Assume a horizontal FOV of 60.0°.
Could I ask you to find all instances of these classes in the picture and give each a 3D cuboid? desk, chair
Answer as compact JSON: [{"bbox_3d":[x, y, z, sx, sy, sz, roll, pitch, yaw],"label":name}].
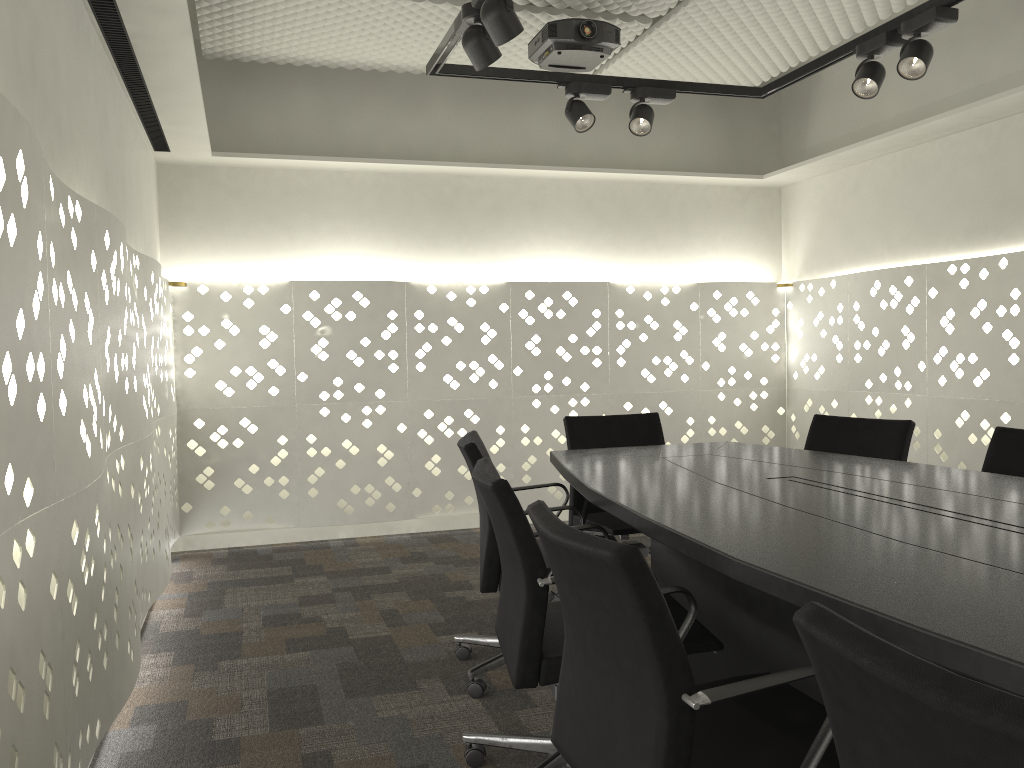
[{"bbox_3d":[0.979,0.613,1.726,1.223,0.658,3.364,-2,2,-17],"label":"desk"},{"bbox_3d":[0.578,0.604,0.846,0.579,0.757,0.559,-2,2,-17],"label":"chair"},{"bbox_3d":[0.302,0.585,1.484,0.579,0.757,0.559,-2,2,-12],"label":"chair"},{"bbox_3d":[1.117,0.505,3.131,0.579,0.757,0.559,-2,2,-27],"label":"chair"},{"bbox_3d":[1.423,0.523,2.518,0.579,0.757,0.559,-2,2,-17],"label":"chair"},{"bbox_3d":[0.163,0.564,2.105,0.579,0.757,0.559,-1,2,-2],"label":"chair"},{"bbox_3d":[0.487,0.506,3.437,0.559,0.757,0.579,-2,2,-12],"label":"chair"},{"bbox_3d":[0.085,0.537,2.839,0.579,0.757,0.559,-1,2,3],"label":"chair"}]

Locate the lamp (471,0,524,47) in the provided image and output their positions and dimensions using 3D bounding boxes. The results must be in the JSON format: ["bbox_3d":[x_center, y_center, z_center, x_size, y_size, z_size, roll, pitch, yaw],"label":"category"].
[{"bbox_3d":[-0.033,-1.058,2.500,0.126,0.224,0.213,-2,2,-14],"label":"lamp"}]

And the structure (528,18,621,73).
[{"bbox_3d":[0.261,-1.453,3.816,0.327,0.144,0.371,-2,2,-17],"label":"structure"}]

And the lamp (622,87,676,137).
[{"bbox_3d":[0.556,-1.112,3.586,0.214,0.224,0.118,-2,3,-28],"label":"lamp"}]

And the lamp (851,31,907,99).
[{"bbox_3d":[1.247,-1.106,3.067,0.126,0.224,0.213,-2,2,-14],"label":"lamp"}]

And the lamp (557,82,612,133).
[{"bbox_3d":[0.287,-1.103,3.495,0.213,0.224,0.126,-2,2,-14],"label":"lamp"}]

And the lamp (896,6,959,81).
[{"bbox_3d":[1.312,-1.099,2.853,0.126,0.224,0.213,-2,2,-14],"label":"lamp"}]

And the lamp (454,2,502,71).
[{"bbox_3d":[-0.098,-1.065,2.713,0.126,0.224,0.213,-2,2,-14],"label":"lamp"}]
